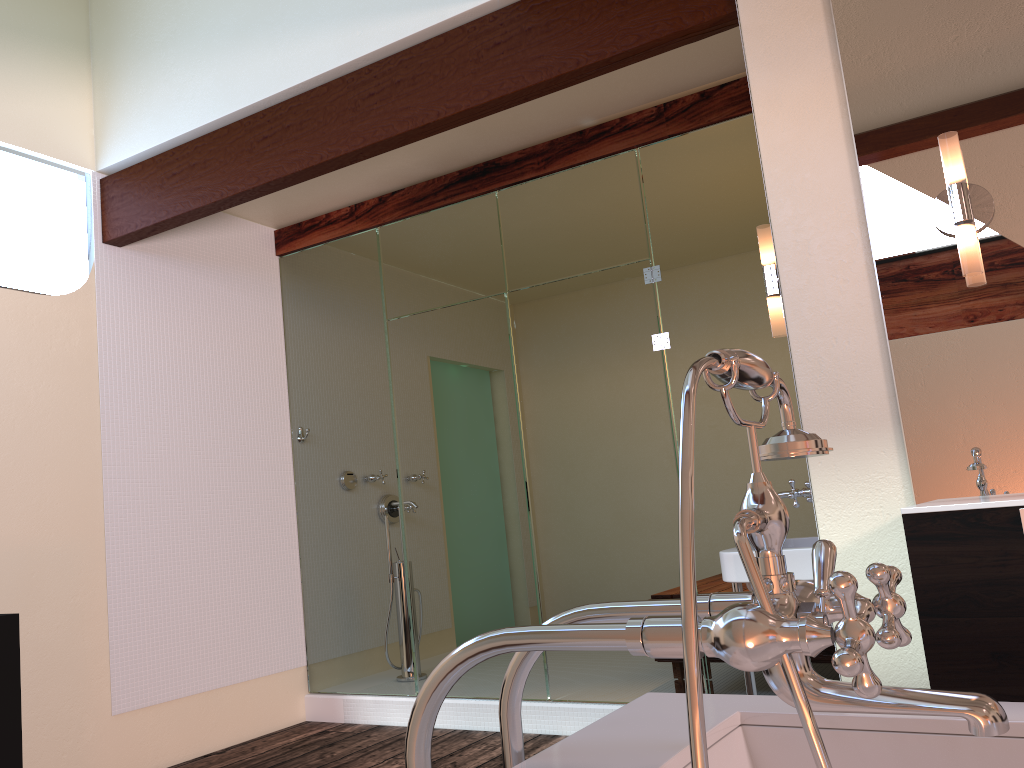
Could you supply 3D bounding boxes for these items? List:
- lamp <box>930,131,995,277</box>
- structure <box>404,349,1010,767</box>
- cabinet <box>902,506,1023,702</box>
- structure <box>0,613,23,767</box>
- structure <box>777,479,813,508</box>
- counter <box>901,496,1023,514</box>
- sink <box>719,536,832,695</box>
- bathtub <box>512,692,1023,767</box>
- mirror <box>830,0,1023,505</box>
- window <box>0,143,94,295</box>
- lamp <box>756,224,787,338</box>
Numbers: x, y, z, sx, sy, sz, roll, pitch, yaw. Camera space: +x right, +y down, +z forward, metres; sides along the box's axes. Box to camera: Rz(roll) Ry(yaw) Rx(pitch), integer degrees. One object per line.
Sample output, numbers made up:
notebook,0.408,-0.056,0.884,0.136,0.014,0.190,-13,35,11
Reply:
lamp,1.019,-0.448,2.012,0.132,0.363,0.083,-10,-9,30
structure,0.132,0.543,0.737,0.384,1.114,0.556,2,-11,-45
cabinet,1.685,0.600,1.359,1.861,0.918,0.387,-11,-9,30
structure,-1.701,1.055,1.888,0.803,0.856,0.871,-10,-10,30
structure,0.872,0.375,2.644,0.237,0.122,0.299,-11,-11,30
counter,1.640,0.277,1.377,1.861,0.294,0.443,-11,-10,30
sink,0.891,0.917,2.620,0.347,0.781,0.682,-10,-9,30
bathtub,0.951,0.565,0.215,2.223,0.690,0.801,-11,-10,30
mirror,2.231,-0.858,1.371,3.244,1.834,0.011,-11,-9,30
window,-0.857,-1.061,2.004,3.528,0.672,2.113,-11,-11,30
lamp,0.767,-0.334,2.546,0.083,0.363,0.132,-10,-9,30
